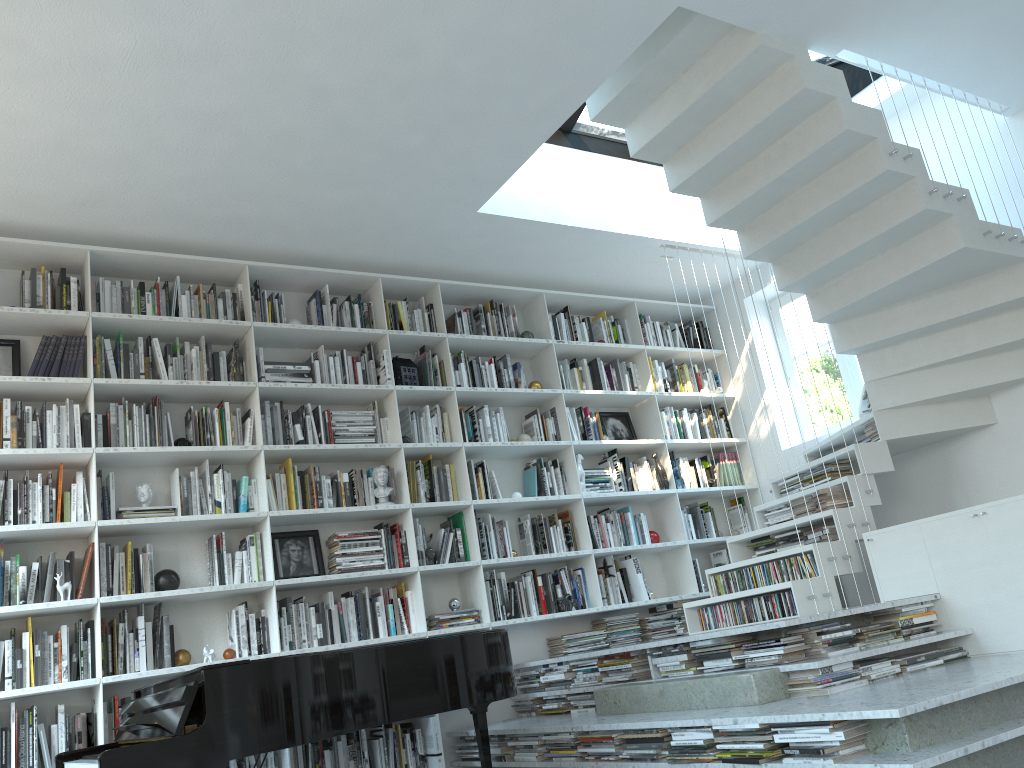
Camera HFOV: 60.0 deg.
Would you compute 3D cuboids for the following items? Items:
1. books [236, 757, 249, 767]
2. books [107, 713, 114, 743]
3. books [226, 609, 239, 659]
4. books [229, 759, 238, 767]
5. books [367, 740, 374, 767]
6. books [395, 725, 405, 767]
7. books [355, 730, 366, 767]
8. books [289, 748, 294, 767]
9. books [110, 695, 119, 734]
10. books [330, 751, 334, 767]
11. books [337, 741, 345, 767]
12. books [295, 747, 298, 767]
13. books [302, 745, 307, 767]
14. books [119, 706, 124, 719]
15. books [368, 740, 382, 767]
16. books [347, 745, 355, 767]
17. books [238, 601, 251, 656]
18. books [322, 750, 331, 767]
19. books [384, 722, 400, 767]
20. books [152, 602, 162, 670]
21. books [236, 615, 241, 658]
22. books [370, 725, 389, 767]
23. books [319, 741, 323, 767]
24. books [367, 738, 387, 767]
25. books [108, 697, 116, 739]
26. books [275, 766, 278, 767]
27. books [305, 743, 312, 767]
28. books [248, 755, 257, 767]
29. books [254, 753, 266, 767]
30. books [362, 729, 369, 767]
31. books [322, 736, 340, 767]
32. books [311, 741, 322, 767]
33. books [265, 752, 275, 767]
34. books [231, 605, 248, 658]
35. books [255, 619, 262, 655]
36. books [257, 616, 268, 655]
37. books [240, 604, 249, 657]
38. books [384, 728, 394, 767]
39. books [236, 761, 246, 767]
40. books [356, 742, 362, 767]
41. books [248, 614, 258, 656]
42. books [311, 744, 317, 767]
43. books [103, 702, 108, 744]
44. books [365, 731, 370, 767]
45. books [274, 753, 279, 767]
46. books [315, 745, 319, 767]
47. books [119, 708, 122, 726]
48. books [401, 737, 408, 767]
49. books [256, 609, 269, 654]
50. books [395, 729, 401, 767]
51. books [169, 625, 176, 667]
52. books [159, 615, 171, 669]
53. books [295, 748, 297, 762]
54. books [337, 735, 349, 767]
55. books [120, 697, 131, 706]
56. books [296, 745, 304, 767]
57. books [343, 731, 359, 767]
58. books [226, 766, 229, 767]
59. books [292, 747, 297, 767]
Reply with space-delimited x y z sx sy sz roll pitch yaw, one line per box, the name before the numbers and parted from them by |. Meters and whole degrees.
books | -1.340 1.986 4.433 0.012 0.274 0.181 1 -20 -32
books | -1.916 1.678 4.213 0.026 0.212 0.140 1 -20 -32
books | -1.466 1.321 4.651 0.012 0.253 0.161 1 -20 -32
books | -1.384 1.998 4.412 0.062 0.252 0.178 1 -20 -32
books | -0.784 2.040 4.806 0.040 0.211 0.129 1 -20 -32
books | -0.640 2.014 4.881 0.011 0.257 0.172 1 -20 -32
books | -0.836 1.972 4.768 0.014 0.334 0.183 1 -20 -32
books | -1.156 2.001 4.550 0.026 0.255 0.184 1 -20 -32
books | -1.898 1.644 4.240 0.013 0.287 0.161 1 -20 -32
books | -0.979 2.043 4.683 0.030 0.196 0.143 1 -20 -32
books | -0.930 2.024 4.711 0.030 0.234 0.138 1 -20 -32
books | -1.133 2.010 4.599 0.010 0.258 0.131 1 -20 -32
books | -1.100 1.968 4.613 0.012 0.336 0.144 1 -20 -32
books | -1.861 1.662 4.234 0.023 0.236 0.173 1 -20 -32
books | -0.746 2.033 4.793 0.010 0.205 0.180 1 -20 -32
books | -0.880 2.039 4.735 0.024 0.203 0.145 1 -20 -32
books | -1.414 1.305 4.691 0.014 0.290 0.132 1 -20 -32
books | -0.988 2.028 4.645 0.028 0.206 0.175 1 -20 -32
books | -0.674 1.983 4.860 0.013 0.316 0.187 1 -20 -32
books | -1.787 1.273 4.447 0.050 0.327 0.167 1 -20 -32
books | -1.457 1.338 4.660 0.015 0.224 0.148 1 -20 -32
books | -0.723 1.995 4.832 0.011 0.291 0.184 1 -20 -32
books | -1.022 2.013 4.661 0.012 0.254 0.151 1 -20 -32
books | -0.732 2.033 4.808 0.029 0.209 0.171 1 -20 -32
books | -1.906 1.645 4.231 0.010 0.281 0.149 1 -20 -32
books | -1.220 2.038 4.505 0.024 0.179 0.172 1 -20 -32
books | -1.079 1.981 4.622 0.034 0.310 0.170 1 -20 -32
books | -1.310 1.991 4.467 0.073 0.275 0.181 1 -20 -32
books | -1.274 2.004 4.502 0.025 0.258 0.133 1 -20 -32
books | -0.821 1.995 4.770 0.014 0.287 0.185 1 -20 -32
books | -0.957 1.994 4.702 0.026 0.293 0.155 1 -20 -32
books | -1.033 2.002 4.657 0.012 0.275 0.155 1 -20 -32
books | -1.238 1.994 4.490 0.024 0.259 0.190 1 -20 -32
books | -1.433 1.312 4.663 0.027 0.268 0.159 1 -20 -32
books | -1.369 1.356 4.714 0.031 0.194 0.142 1 -20 -32
books | -1.340 1.349 4.718 0.024 0.200 0.159 1 -20 -32
books | -1.425 1.313 4.686 0.010 0.276 0.156 1 -20 -32
books | -0.691 2.012 4.833 0.044 0.250 0.187 1 -20 -32
books | -1.350 2.008 4.427 0.011 0.231 0.174 1 -20 -32
books | -0.845 2.032 4.749 0.022 0.212 0.167 1 -20 -32
books | -1.387 1.336 4.685 0.029 0.220 0.153 1 -20 -32
books | -1.055 2.015 4.636 0.022 0.246 0.144 1 -20 -32
books | -1.944 1.654 4.212 0.023 0.265 0.135 1 -20 -32
books | -0.811 2.013 4.789 0.024 0.261 0.132 1 -20 -32
books | -1.215 2.018 4.541 0.021 0.237 0.116 1 -20 -32
books | -1.038 2.018 4.642 0.012 0.238 0.129 1 -20 -32
books | -1.879 1.670 4.232 0.010 0.227 0.168 1 -20 -32
books | -0.625 2.050 4.889 0.024 0.190 0.155 1 -20 -32
books | -1.339 1.339 4.756 0.019 0.241 0.108 1 -20 -32
books | -0.663 2.028 4.879 0.028 0.238 0.140 1 -20 -32
books | -1.731 1.334 4.475 0.023 0.211 0.160 1 -20 -32
books | -1.748 1.305 4.457 0.027 0.260 0.164 1 -20 -32
books | -1.143 1.968 4.594 0.014 0.339 0.140 1 -20 -32
books | -0.907 2.012 4.730 0.028 0.260 0.133 1 -20 -32
books | -1.856 1.654 4.273 0.026 0.272 0.146 1 -20 -32
books | -1.114 2.005 4.601 0.025 0.263 0.145 1 -20 -32
books | -0.864 1.997 4.746 0.013 0.284 0.185 1 -20 -32
books | -1.426 2.008 4.396 0.028 0.237 0.136 1 -20 -32
books | -1.143 1.980 4.568 0.014 0.300 0.185 1 -20 -32
